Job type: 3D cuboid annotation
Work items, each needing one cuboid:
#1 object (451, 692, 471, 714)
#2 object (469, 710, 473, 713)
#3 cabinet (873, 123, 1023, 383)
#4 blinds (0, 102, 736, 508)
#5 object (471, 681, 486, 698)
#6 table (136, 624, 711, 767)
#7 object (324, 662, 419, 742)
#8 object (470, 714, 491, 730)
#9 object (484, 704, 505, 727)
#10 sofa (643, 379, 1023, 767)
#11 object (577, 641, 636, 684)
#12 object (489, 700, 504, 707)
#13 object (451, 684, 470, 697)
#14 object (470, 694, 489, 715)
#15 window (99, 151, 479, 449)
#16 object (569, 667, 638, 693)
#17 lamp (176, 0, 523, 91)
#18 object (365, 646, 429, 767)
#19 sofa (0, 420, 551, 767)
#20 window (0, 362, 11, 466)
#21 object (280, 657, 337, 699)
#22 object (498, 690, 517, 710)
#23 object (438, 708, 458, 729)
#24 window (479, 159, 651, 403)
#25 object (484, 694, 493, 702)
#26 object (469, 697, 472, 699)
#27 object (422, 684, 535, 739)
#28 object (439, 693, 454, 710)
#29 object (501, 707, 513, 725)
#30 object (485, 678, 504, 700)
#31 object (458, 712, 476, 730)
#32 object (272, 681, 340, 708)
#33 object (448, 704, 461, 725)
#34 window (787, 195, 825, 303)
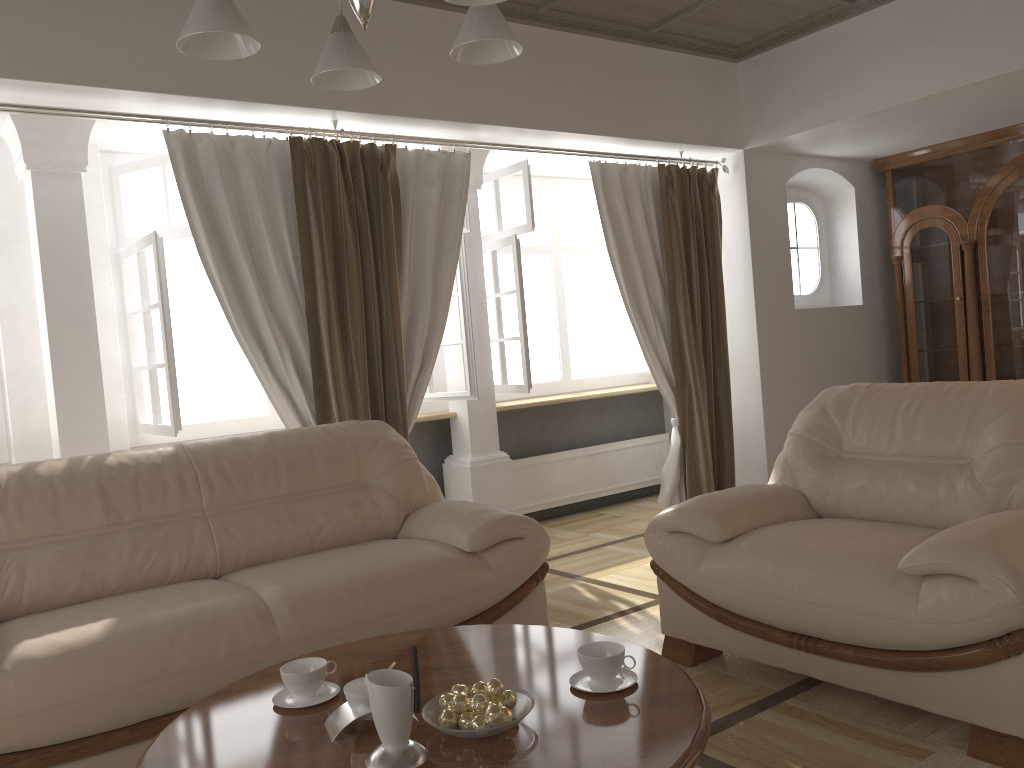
[{"bbox_3d":[-0.100,0.634,1.762,0.038,0.039,0.040,-3,3,39],"label":"object"},{"bbox_3d":[-0.073,0.662,1.777,0.039,0.038,0.041,-5,2,6],"label":"object"},{"bbox_3d":[3.659,-0.549,5.761,0.587,2.298,2.360,-6,3,-36],"label":"cabinet"},{"bbox_3d":[-0.823,-0.109,4.202,5.765,2.294,0.285,-6,3,-36],"label":"blinds"},{"bbox_3d":[-0.068,0.643,1.857,0.039,0.039,0.041,-4,2,13],"label":"object"},{"bbox_3d":[-0.161,0.885,1.884,1.169,0.392,1.167,-7,3,-40],"label":"table"},{"bbox_3d":[-0.296,0.635,1.829,0.178,0.133,0.104,-6,2,-21],"label":"object"},{"bbox_3d":[-0.060,0.656,1.710,0.039,0.039,0.041,-4,3,32],"label":"object"},{"bbox_3d":[-0.034,0.633,1.694,0.038,0.042,0.038,-6,2,-28],"label":"object"},{"bbox_3d":[1.245,0.470,2.924,1.052,0.900,1.318,-6,3,-36],"label":"sofa"},{"bbox_3d":[0.199,0.615,1.935,0.105,0.071,0.114,-6,2,-21],"label":"object"},{"bbox_3d":[-0.034,0.658,1.788,0.040,0.039,0.039,-3,3,44],"label":"object"},{"bbox_3d":[-0.107,0.646,1.849,0.040,0.040,0.038,-3,3,33],"label":"object"},{"bbox_3d":[-0.064,0.628,1.736,0.037,0.041,0.040,-5,2,-13],"label":"object"},{"bbox_3d":[-1.129,-0.501,4.714,1.759,1.500,0.784,-7,3,-37],"label":"window"},{"bbox_3d":[0.200,0.650,1.941,0.150,0.010,0.150,-3,3,44],"label":"object"},{"bbox_3d":[-0.324,-1.266,1.817,0.713,1.094,0.741,-6,3,-36],"label":"lamp"},{"bbox_3d":[-0.224,0.597,1.657,0.119,0.210,0.119,-4,3,32],"label":"object"},{"bbox_3d":[-0.999,0.658,3.026,2.135,0.900,1.051,-6,3,-36],"label":"sofa"},{"bbox_3d":[-2.885,-0.301,3.429,1.600,1.500,0.781,-6,3,-36],"label":"window"},{"bbox_3d":[-0.466,0.670,2.005,0.105,0.071,0.114,-4,2,14],"label":"object"},{"bbox_3d":[-0.009,0.648,1.819,0.039,0.039,0.040,-6,2,-25],"label":"object"},{"bbox_3d":[-0.126,0.661,1.745,0.037,0.040,0.041,-6,2,-23],"label":"object"},{"bbox_3d":[0.483,-0.683,5.865,1.653,1.500,0.782,-6,3,-36],"label":"window"},{"bbox_3d":[-0.049,0.658,1.826,0.040,0.038,0.039,-5,2,-11],"label":"object"},{"bbox_3d":[-0.089,0.662,1.816,0.040,0.037,0.040,-5,2,-10],"label":"object"},{"bbox_3d":[-0.066,0.664,1.779,0.227,0.039,0.227,-5,2,-11],"label":"object"},{"bbox_3d":[-0.129,0.653,1.818,0.041,0.038,0.039,-5,2,8],"label":"object"},{"bbox_3d":[-0.018,0.650,1.725,0.038,0.041,0.041,-3,3,39],"label":"object"},{"bbox_3d":[-0.035,0.622,1.808,0.038,0.044,0.038,-6,3,-29],"label":"object"},{"bbox_3d":[-0.086,0.663,1.737,0.039,0.040,0.038,-3,3,45],"label":"object"},{"bbox_3d":[-0.464,0.705,2.002,0.150,0.010,0.150,-3,3,40],"label":"object"},{"bbox_3d":[-0.115,0.664,1.783,0.038,0.040,0.040,-4,2,15],"label":"object"},{"bbox_3d":[2.063,-0.978,6.445,0.600,0.784,0.050,-6,3,-36],"label":"window"}]
